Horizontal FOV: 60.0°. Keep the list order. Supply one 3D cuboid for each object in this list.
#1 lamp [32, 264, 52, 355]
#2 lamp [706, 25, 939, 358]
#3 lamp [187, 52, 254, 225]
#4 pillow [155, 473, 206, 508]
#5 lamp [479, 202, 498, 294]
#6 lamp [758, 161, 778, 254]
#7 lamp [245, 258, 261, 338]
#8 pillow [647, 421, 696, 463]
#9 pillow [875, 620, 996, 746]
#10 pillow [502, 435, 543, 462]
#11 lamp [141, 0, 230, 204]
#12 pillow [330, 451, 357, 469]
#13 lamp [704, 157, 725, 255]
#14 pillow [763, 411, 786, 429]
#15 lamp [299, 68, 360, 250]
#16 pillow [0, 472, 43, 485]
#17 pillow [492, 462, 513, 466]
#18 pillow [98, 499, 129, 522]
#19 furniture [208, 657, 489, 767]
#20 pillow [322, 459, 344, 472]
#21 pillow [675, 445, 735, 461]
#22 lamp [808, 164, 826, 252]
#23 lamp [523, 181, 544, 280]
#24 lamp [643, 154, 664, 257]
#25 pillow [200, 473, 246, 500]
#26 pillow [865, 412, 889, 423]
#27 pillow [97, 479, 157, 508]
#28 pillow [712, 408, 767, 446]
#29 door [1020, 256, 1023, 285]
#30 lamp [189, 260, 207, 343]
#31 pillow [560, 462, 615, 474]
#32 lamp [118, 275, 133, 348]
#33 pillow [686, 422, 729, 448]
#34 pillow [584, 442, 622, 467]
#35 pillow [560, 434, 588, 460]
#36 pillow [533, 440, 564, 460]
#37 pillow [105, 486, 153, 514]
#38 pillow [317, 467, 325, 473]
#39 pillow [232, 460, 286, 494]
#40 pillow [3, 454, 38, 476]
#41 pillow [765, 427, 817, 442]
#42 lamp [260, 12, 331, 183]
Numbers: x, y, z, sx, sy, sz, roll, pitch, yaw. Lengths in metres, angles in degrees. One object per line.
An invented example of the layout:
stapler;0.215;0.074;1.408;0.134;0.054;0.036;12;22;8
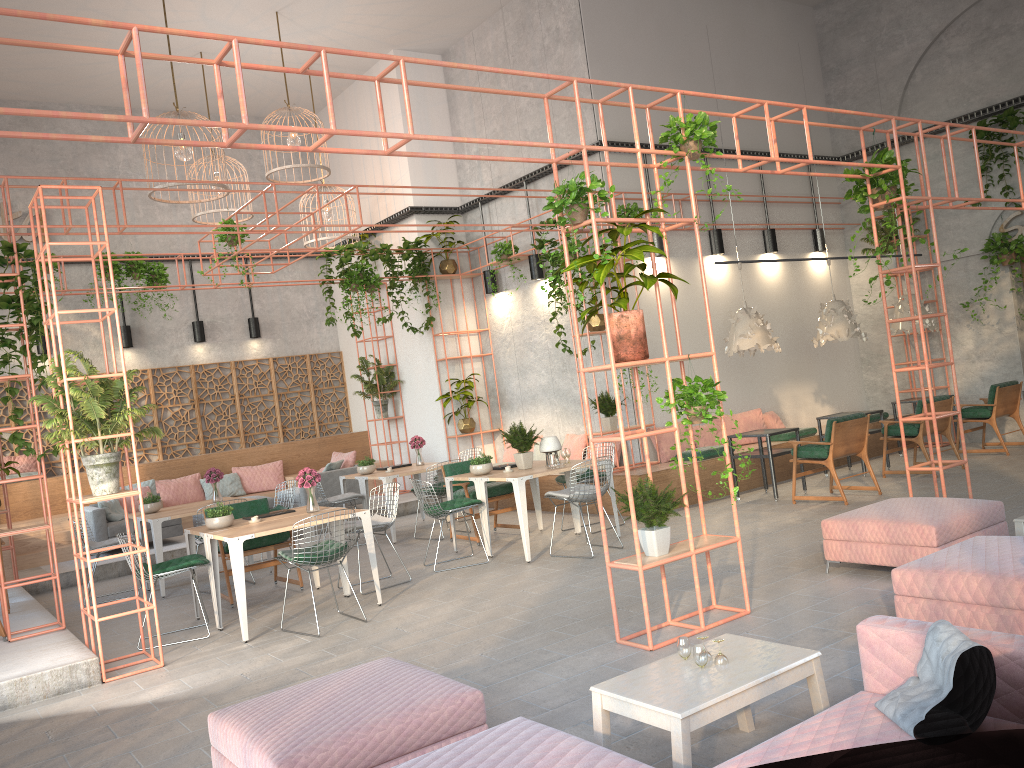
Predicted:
lamp;-7.436;-1.178;13.920;0.185;1.436;0.185;-8;0;6
lamp;4.085;-2.522;11.745;4.456;4.052;0.704;-7;0;-35
lamp;-4.541;-4.196;13.249;0.883;3.476;0.883;-8;0;18
pillow;-5.249;1.697;14.002;0.839;0.474;0.276;-7;-1;-45
lamp;-0.408;-2.125;13.827;0.185;1.425;0.179;-7;0;-35
lamp;3.848;-2.698;13.457;0.179;1.425;0.185;-7;0;-35
lamp;-4.678;-1.533;15.864;0.179;1.436;0.185;-7;0;-35
pillow;2.150;0.762;11.795;0.839;0.474;0.276;-7;-1;-45
pillow;1.381;0.968;2.821;0.307;0.324;0.500;-8;0;0
pillow;0.164;1.039;13.632;0.276;0.474;0.839;-7;-1;-45
lamp;-3.902;-3.882;10.113;0.883;3.476;0.883;-8;0;18
pillow;-2.693;1.304;13.942;0.273;0.476;0.836;-7;0;-35
lamp;2.875;-2.572;12.771;0.179;1.425;0.185;-7;0;-35
pillow;3.732;0.604;12.880;0.666;0.385;0.289;-7;-1;-40
lamp;-3.107;-3.960;14.190;0.883;3.476;0.883;-8;0;18
pillow;-7.367;1.412;13.211;0.637;0.149;0.491;-7;0;-34
pillow;-0.196;1.275;13.449;0.491;0.149;0.637;-7;0;-34
pillow;-5.479;1.746;12.295;0.307;0.324;0.499;-8;0;0
furniture;-0.740;1.605;3.979;0.976;0.446;0.941;-7;0;-35
pillow;-2.760;1.357;13.484;0.308;0.349;0.495;-8;0;15
pillow;2.502;0.900;11.509;0.637;0.149;0.491;-7;0;-34
lamp;4.830;-2.824;14.150;0.179;1.425;0.185;-7;0;-35
lamp;0.278;-2.224;12.837;0.185;1.425;0.179;-7;0;-35
lamp;1.893;-2.446;12.079;0.179;1.425;0.185;-7;0;-35
pillow;-4.685;1.670;14.370;0.666;0.385;0.289;-7;-1;-40
pillow;5.349;0.533;13.517;0.637;0.149;0.491;-7;0;-34
pillow;-5.542;1.676;12.808;0.839;0.474;0.276;-7;0;-35
pillow;3.215;0.624;12.494;0.839;0.474;0.276;-8;0;-15
door;8.122;-0.694;12.468;0.551;2.729;1.360;-7;0;-35
lamp;-5.474;-1.431;15.303;0.185;1.436;0.185;-8;0;6
pillow;0.975;1.106;11.756;0.491;0.149;0.637;-7;0;-34
lamp;-6.440;-1.306;14.622;0.185;1.436;0.185;-8;0;6
pillow;2.690;0.739;12.145;0.666;0.385;0.289;-7;-1;-40
pillow;1.245;0.932;12.042;0.289;0.385;0.666;-7;-1;-40
pillow;0.856;0.939;12.558;0.276;0.474;0.839;-8;0;-15
pillow;0.518;1.037;13.093;0.289;0.385;0.666;-7;-1;-40
pillow;-5.464;1.696;12.677;0.666;0.385;0.289;-7;0;-35
pillow;-2.969;1.407;13.886;0.479;0.317;0.441;-8;0;36
pillow;-4.208;1.562;14.736;0.839;0.474;0.276;-8;0;-15
pillow;-7.483;1.222;13.491;0.499;0.324;0.307;-7;0;-20
pillow;3.908;0.718;12.501;0.637;0.149;0.491;-7;0;-34
lamp;-3.182;-4.605;12.281;0.883;3.476;0.883;-8;0;18
